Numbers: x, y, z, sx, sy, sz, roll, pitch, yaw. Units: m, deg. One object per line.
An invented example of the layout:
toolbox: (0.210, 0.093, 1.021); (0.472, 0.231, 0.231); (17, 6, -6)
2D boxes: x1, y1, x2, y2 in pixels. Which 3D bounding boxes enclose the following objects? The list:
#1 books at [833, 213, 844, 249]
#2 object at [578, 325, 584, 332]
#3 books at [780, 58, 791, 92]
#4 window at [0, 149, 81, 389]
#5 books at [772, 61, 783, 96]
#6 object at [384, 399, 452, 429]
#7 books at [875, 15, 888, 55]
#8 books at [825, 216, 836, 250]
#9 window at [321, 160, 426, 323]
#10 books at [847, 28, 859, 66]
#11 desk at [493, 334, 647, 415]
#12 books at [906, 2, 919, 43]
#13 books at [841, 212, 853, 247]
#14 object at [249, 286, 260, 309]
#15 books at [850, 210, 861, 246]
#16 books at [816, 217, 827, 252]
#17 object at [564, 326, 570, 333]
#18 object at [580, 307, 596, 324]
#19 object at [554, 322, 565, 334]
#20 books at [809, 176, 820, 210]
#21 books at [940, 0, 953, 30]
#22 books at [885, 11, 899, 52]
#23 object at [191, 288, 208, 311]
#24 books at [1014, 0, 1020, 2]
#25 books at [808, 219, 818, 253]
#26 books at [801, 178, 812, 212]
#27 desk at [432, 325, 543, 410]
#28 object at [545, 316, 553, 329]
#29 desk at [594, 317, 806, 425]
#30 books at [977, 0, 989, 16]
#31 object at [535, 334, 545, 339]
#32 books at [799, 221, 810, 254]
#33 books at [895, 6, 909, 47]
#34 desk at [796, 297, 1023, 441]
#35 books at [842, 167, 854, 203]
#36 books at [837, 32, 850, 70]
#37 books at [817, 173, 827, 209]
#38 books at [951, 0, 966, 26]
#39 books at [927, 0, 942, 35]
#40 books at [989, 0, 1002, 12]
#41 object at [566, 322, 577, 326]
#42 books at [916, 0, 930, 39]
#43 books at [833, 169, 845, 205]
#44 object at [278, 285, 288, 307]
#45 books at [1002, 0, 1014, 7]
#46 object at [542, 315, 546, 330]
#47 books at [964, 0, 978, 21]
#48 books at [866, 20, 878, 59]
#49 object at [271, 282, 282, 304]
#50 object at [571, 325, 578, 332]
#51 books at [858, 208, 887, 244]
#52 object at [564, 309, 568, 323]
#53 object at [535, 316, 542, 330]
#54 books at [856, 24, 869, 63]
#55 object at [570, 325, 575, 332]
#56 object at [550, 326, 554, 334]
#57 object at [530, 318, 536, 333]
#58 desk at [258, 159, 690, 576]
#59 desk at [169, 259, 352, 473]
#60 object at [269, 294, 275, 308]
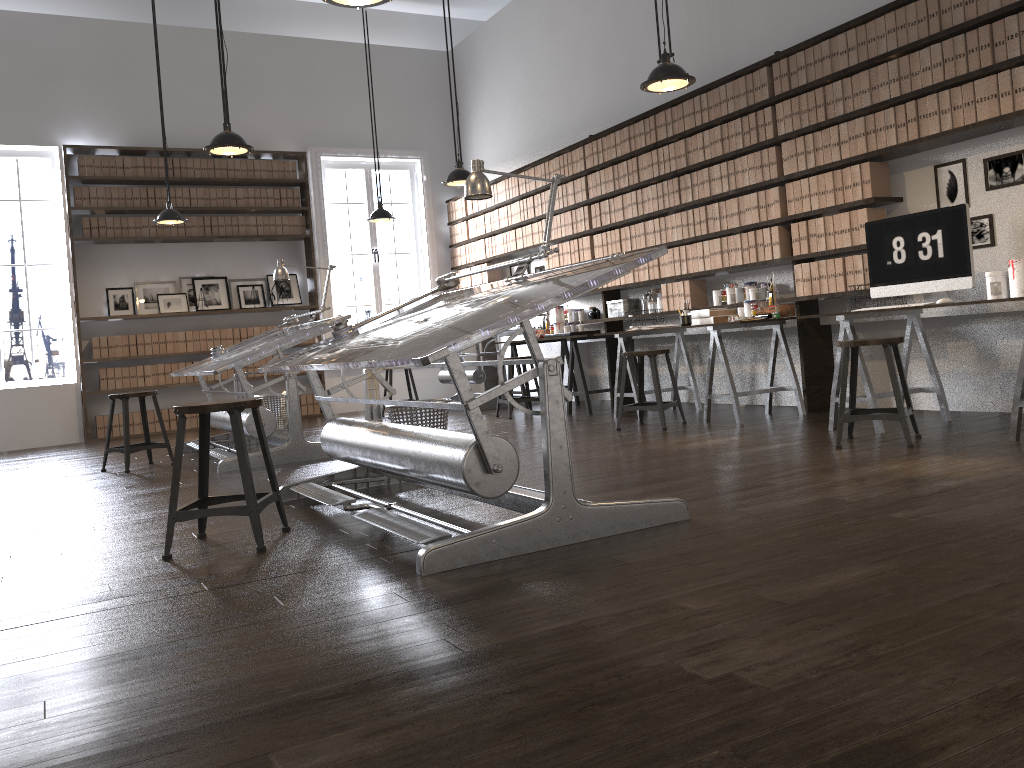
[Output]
books: (2.149, -0.974, 5.661); (0.175, 0.226, 0.066); (-5, 0, -28)
object: (0.643, -0.502, 8.224); (0.062, 0.094, 0.062); (-5, 1, 21)
books: (1.898, -2.069, 5.958); (0.175, 0.226, 0.067); (-5, 0, -28)
window: (-5.169, -1.116, 8.754); (1.485, 2.498, 0.153); (-5, 0, -28)
books: (1.868, -2.070, 6.026); (0.175, 0.225, 0.066); (-5, 0, -28)
object: (-0.477, 0.282, 4.643); (0.353, 0.378, 0.353); (-5, 1, -6)
books: (2.261, -2.068, 5.282); (0.175, 0.226, 0.066); (-5, 0, -28)
books: (2.115, -0.974, 5.724); (0.175, 0.226, 0.066); (-5, 0, -28)
window: (-1.630, -1.498, 10.520); (1.247, 2.310, 0.153); (-5, 0, -28)
books: (2.160, -2.068, 5.467); (0.175, 0.226, 0.067); (-5, 0, -28)
desk: (0.527, -0.097, 8.015); (0.657, 0.669, 1.666); (-5, 2, -28)
books: (2.359, -2.068, 5.100); (0.175, 0.225, 0.066); (-5, 0, -28)
books: (2.175, -0.974, 5.599); (0.175, 0.226, 0.067); (-5, 0, -28)
object: (-2.844, -0.953, 9.768); (0.124, 0.260, 0.040); (-5, 0, -28)
books: (2.211, -0.974, 5.542); (0.175, 0.225, 0.066); (-5, 0, -28)
books: (2.078, -0.974, 5.784); (0.175, 0.226, 0.066); (-5, 0, -28)
object: (0.515, -0.493, 8.270); (0.062, 0.094, 0.062); (-5, 1, 12)
object: (0.733, -0.649, 8.391); (0.107, 0.161, 0.236); (-4, 2, 28)
object: (0.450, -0.511, 8.360); (0.104, 0.142, 0.105); (-5, 1, -36)
books: (2.045, -1.248, 5.808); (0.175, 0.225, 0.066); (-5, 0, -28)
books: (2.462, -2.068, 4.912); (0.175, 0.226, 0.066); (-5, 0, -28)
books: (2.292, -2.068, 5.217); (0.175, 0.226, 0.066); (-5, 0, -28)
object: (-3.346, -0.900, 9.484); (0.175, 0.260, 0.040); (-5, 0, -28)
books: (2.652, -2.066, 4.549); (0.175, 0.225, 0.066); (-5, 0, -28)
books: (2.049, -0.975, 5.849); (0.175, 0.226, 0.066); (-5, 0, -28)
books: (2.009, -1.249, 5.871); (0.175, 0.226, 0.067); (-5, 0, -28)
desk: (-0.286, -0.315, 9.443); (1.073, 1.098, 1.267); (-5, 1, -28)
object: (0.487, -0.612, 8.552); (0.345, 0.146, 0.077); (-5, 0, -6)
desk: (1.357, -0.093, 6.460); (0.657, 0.669, 1.666); (-5, 2, -28)
books: (2.562, -2.067, 4.724); (0.175, 0.226, 0.066); (-5, 0, -28)
object: (0.248, -0.448, 8.345); (0.132, 0.050, 0.197); (-5, 2, 1)
books: (2.009, -0.974, 5.913); (0.175, 0.226, 0.067); (-5, 0, -28)
books: (2.326, -2.067, 5.153); (0.175, 0.226, 0.067); (-5, 0, -28)
desk: (2.363, -0.089, 4.573); (0.657, 0.669, 1.666); (-5, 2, -28)
books: (2.174, -1.248, 5.573); (0.175, 0.226, 0.066); (-5, 0, -28)
books: (2.128, -2.069, 5.531); (0.175, 0.225, 0.066); (-5, 0, -28)
books: (2.076, -1.249, 5.754); (0.175, 0.225, 0.066); (-5, 0, -28)
books: (2.492, -2.067, 4.847); (0.175, 0.226, 0.066); (-5, 0, -28)
books: (2.422, -2.067, 4.975); (0.175, 0.226, 0.067); (-5, 0, -28)
books: (2.589, -2.066, 4.661); (0.175, 0.226, 0.067); (-5, 0, -28)
object: (0.567, -0.515, 8.369); (0.094, 0.128, 0.095); (-5, 1, -24)
books: (2.392, -2.068, 5.043); (0.175, 0.225, 0.066); (-5, 0, -28)
books: (2.140, -1.248, 5.636); (0.175, 0.226, 0.066); (-5, 0, -28)
object: (-2.578, -0.984, 9.952); (0.111, 0.262, 0.040); (-5, 0, -28)
books: (2.624, -2.067, 4.605); (0.175, 0.225, 0.066); (-5, 0, -28)
object: (0.337, -0.567, 8.731); (0.068, 0.230, 0.069); (-5, 0, -31)
books: (2.529, -2.067, 4.786); (0.175, 0.226, 0.066); (-5, 0, -28)
books: (2.231, -2.069, 5.346); (0.175, 0.226, 0.066); (-5, 0, -28)
object: (-2.628, -0.999, 9.895); (0.118, 0.304, 0.040); (-5, 0, -28)
object: (0.579, -0.497, 8.242); (0.062, 0.093, 0.063); (-4, 1, 21)
books: (2.239, -0.974, 5.486); (0.175, 0.225, 0.066); (-5, 0, -28)
object: (0.546, -0.673, 8.770); (0.051, 0.139, 0.050); (-5, 0, -30)
object: (0.262, -0.563, 8.691); (0.068, 0.237, 0.069); (-5, 0, -31)
books: (2.197, -2.069, 5.406); (0.175, 0.226, 0.066); (-5, 0, -28)
object: (0.569, -0.499, 8.299); (0.044, 0.101, 0.045); (-5, 0, -28)
object: (0.385, -0.493, 8.400); (0.049, 0.112, 0.049); (-5, 0, -32)
object: (0.200, -0.552, 8.658); (0.068, 0.230, 0.069); (-5, 0, -31)
desk: (-0.261, -0.190, 3.558); (1.078, 1.386, 2.066); (-5, 2, -28)
desk: (-1.837, -0.197, 6.513); (1.078, 1.386, 2.277); (-5, 2, -28)
object: (-2.658, -0.924, 9.835); (0.066, 0.166, 0.040); (-5, 0, -28)
